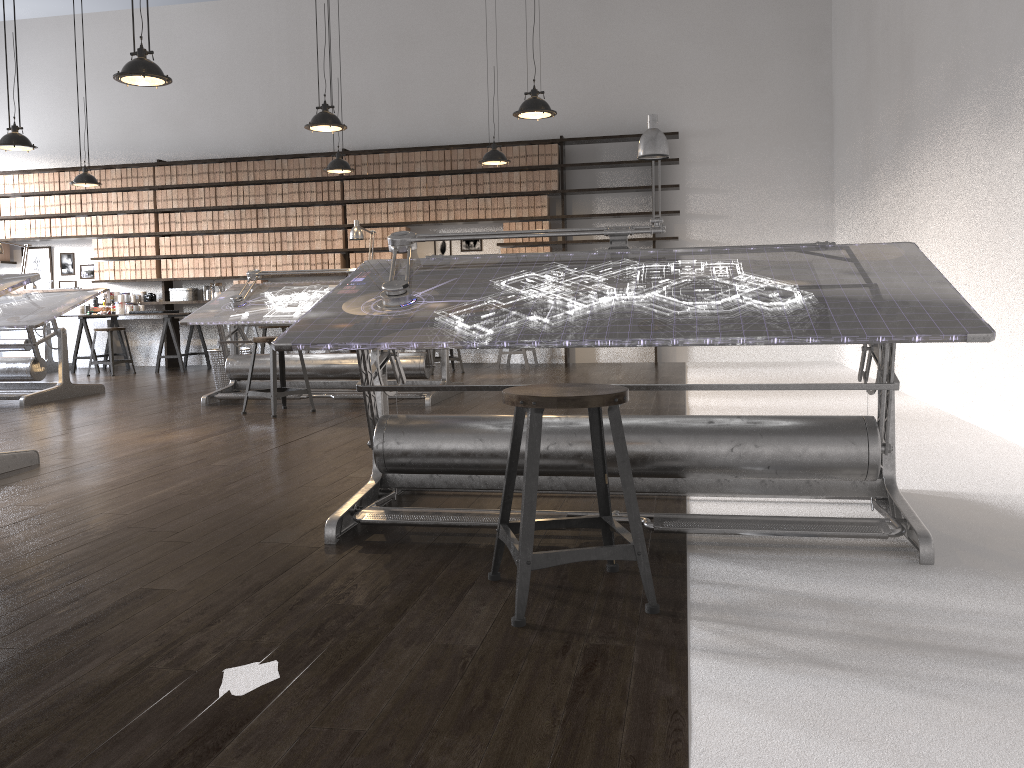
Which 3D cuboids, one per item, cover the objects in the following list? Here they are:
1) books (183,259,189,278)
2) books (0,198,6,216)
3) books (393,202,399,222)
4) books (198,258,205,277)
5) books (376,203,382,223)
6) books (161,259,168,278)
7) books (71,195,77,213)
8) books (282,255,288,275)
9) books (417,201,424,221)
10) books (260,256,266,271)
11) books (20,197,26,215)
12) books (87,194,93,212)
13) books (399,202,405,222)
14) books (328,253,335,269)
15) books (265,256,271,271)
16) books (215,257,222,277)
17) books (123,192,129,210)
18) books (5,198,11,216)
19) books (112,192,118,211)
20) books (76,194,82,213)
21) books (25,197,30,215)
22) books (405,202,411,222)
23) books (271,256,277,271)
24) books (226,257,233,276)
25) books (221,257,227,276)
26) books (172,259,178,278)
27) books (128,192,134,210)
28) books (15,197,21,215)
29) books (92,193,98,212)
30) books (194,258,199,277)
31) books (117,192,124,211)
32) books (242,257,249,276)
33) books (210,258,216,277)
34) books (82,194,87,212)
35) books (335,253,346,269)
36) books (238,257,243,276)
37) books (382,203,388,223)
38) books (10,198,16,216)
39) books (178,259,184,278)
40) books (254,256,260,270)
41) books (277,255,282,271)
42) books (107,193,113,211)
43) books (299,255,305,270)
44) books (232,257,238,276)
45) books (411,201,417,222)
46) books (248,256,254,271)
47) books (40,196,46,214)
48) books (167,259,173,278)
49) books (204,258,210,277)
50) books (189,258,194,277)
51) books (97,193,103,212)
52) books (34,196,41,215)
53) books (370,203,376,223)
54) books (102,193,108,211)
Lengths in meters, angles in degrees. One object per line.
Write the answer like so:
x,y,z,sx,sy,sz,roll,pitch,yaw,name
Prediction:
-3.828,-1.373,10.519,0.067,0.225,0.175,-1,4,11,books
-6.231,-2.175,10.954,0.066,0.225,0.175,-1,4,11,books
-1.279,-1.930,9.995,0.066,0.225,0.175,-1,4,11,books
-3.630,-1.373,10.479,0.067,0.225,0.175,-1,4,11,books
-1.480,-1.929,10.035,0.066,0.225,0.175,-1,4,11,books
-4.105,-1.371,10.571,0.066,0.225,0.175,-1,4,11,books
-5.273,-2.179,10.766,0.066,0.225,0.175,-1,4,11,books
-2.600,-1.379,10.282,0.066,0.225,0.175,-1,4,11,books
-1.008,-1.931,9.939,0.066,0.225,0.175,-1,4,11,books
-2.870,-1.378,10.337,0.066,0.225,0.175,-1,4,11,books
-5.957,-2.176,10.894,0.067,0.225,0.175,-1,4,11,books
-5.058,-2.180,10.719,0.066,0.225,0.175,-1,4,11,books
-1.214,-1.930,9.978,0.067,0.225,0.175,-1,4,11,books
-2.040,-1.381,10.168,0.067,0.225,0.175,-1,4,11,books
-2.802,-1.378,10.322,0.066,0.225,0.175,-1,4,11,books
-3.424,-1.375,10.440,0.066,0.225,0.175,-1,4,11,books
-4.585,-2.183,10.630,0.066,0.225,0.175,-1,4,11,books
-6.162,-2.175,10.935,0.066,0.225,0.175,-1,4,11,books
-4.725,-2.182,10.655,0.066,0.225,0.175,-1,4,11,books
-5.202,-2.179,10.746,0.067,0.225,0.175,-1,4,11,books
-5.891,-2.176,10.885,0.066,0.225,0.175,-1,4,11,books
-1.147,-1.931,9.971,0.066,0.225,0.175,-1,4,11,books
-2.734,-1.378,10.304,0.067,0.225,0.175,-1,4,11,books
-3.281,-1.375,10.411,0.067,0.225,0.175,-1,4,11,books
-3.353,-1.375,10.431,0.066,0.225,0.175,-1,4,11,books
-3.964,-1.373,10.551,0.066,0.225,0.175,-1,4,11,books
-4.516,-2.183,10.618,0.066,0.225,0.175,-1,4,11,books
-6.022,-2.176,10.912,0.066,0.225,0.175,-1,4,11,books
-4.988,-2.181,10.710,0.066,0.225,0.175,-1,4,11,books
-3.694,-1.374,10.496,0.066,0.225,0.175,-1,4,11,books
-4.655,-2.182,10.640,0.067,0.225,0.175,-1,4,11,books
-3.082,-1.376,10.371,0.067,0.225,0.175,-1,4,11,books
-3.493,-1.375,10.458,0.066,0.225,0.175,-1,4,11,books
-5.127,-2.180,10.737,0.066,0.225,0.175,-1,4,11,books
-1.963,-1.382,10.155,0.066,0.225,0.175,-1,4,11,books
-3.143,-1.376,10.387,0.066,0.225,0.175,-1,4,11,books
-1.412,-1.929,10.018,0.067,0.225,0.175,-1,4,11,books
-6.092,-2.176,10.926,0.066,0.225,0.175,-1,4,11,books
-3.896,-1.373,10.536,0.066,0.225,0.175,-1,4,11,books
-2.939,-1.377,10.346,0.066,0.225,0.175,-1,4,11,books
-2.662,-1.378,10.292,0.066,0.225,0.175,-1,4,11,books
-4.787,-2.182,10.669,0.066,0.225,0.175,-1,4,11,books
-2.399,-1.380,10.243,0.066,0.225,0.175,-1,4,11,books
-3.207,-1.376,10.402,0.066,0.225,0.175,-1,4,11,books
-1.077,-1.931,9.957,0.066,0.225,0.175,-1,4,11,books
-3.011,-1.376,10.357,0.066,0.225,0.175,-1,4,11,books
-5.689,-2.177,10.846,0.066,0.225,0.175,-1,4,11,books
-4.033,-1.372,10.561,0.066,0.225,0.175,-1,4,11,books
-3.562,-1.374,10.471,0.066,0.225,0.175,-1,4,11,books
-3.756,-1.373,10.506,0.066,0.225,0.175,-1,4,11,books
-4.918,-2.181,10.696,0.066,0.225,0.175,-1,4,11,books
-5.759,-2.177,10.856,0.067,0.225,0.175,-1,4,11,books
-1.548,-1.929,10.050,0.066,0.225,0.175,-1,4,11,books
-4.853,-2.181,10.677,0.067,0.225,0.175,-1,4,11,books
